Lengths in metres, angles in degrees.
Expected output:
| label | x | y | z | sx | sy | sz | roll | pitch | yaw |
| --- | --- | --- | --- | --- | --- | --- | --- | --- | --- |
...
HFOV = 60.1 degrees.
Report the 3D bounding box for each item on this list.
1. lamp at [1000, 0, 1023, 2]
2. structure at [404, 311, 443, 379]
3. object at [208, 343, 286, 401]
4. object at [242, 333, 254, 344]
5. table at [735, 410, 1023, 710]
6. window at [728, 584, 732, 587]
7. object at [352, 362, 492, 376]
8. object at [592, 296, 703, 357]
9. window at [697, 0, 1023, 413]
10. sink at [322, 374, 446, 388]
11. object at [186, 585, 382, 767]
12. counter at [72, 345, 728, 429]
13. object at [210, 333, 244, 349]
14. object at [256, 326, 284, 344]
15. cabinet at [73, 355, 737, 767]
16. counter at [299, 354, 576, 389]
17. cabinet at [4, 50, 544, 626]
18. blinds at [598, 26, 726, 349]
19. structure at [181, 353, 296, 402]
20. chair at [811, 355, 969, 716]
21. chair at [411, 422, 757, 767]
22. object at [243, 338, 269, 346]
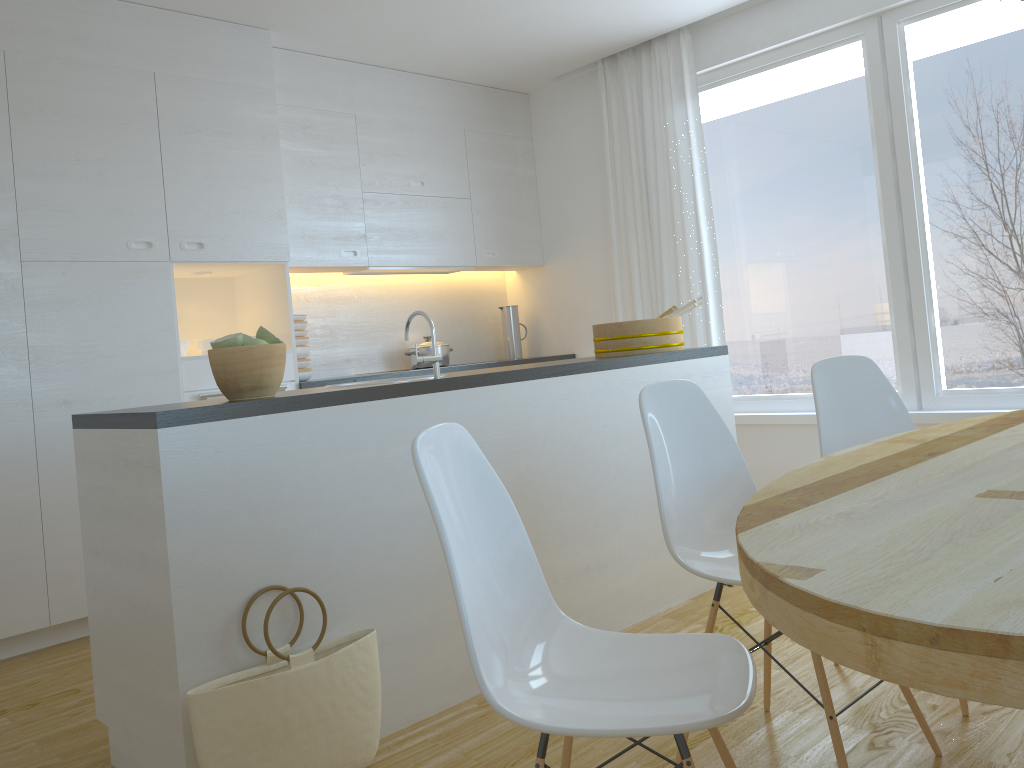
| label | x | y | z | sx | sy | sz | roll | pitch | yaw |
| --- | --- | --- | --- | --- | --- | --- | --- | --- | --- |
| lamp | 1.022 | -1.287 | 1.662 | 0.641 | 1.136 | 0.645 | -5 | -1 | -44 |
| structure | -0.304 | -0.119 | 2.742 | 0.097 | 0.215 | 0.161 | -5 | -1 | -43 |
| object | -0.713 | -0.031 | 2.403 | 0.204 | 0.142 | 0.205 | -5 | 1 | 8 |
| object | -0.743 | -0.093 | 2.446 | 0.102 | 0.099 | 0.086 | -6 | 0 | -23 |
| table | 1.219 | 0.481 | 1.571 | 1.190 | 0.726 | 2.196 | -4 | 2 | 45 |
| window | 1.043 | -0.567 | 0.929 | 1.885 | 2.055 | 2.541 | -6 | 1 | -44 |
| object | -0.518 | -0.088 | 5.253 | 0.656 | 0.013 | 0.560 | -7 | 3 | -44 |
| object | 0.554 | -0.238 | 3.750 | 0.430 | 0.214 | 0.378 | -6 | 1 | -15 |
| window | 1.889 | -0.834 | 4.275 | 0.088 | 1.920 | 2.719 | -4 | 0 | -44 |
| sink | -0.411 | 0.066 | 2.907 | 0.404 | 0.157 | 0.404 | -5 | 2 | -2 |
| object | -0.100 | 0.709 | 1.950 | 1.187 | 0.502 | 0.472 | -5 | 1 | 24 |
| counter | -0.165 | -0.018 | 3.101 | 2.408 | 0.040 | 0.599 | -7 | 3 | -44 |
| object | -0.759 | -0.102 | 2.358 | 0.084 | 0.065 | 0.085 | -6 | 1 | -31 |
| object | -0.671 | -0.129 | 2.450 | 0.074 | 0.072 | 0.077 | -6 | 1 | -19 |
| cabinet | -0.121 | 0.455 | 3.090 | 2.408 | 0.911 | 0.598 | -7 | 1 | -44 |
| counter | -0.517 | -0.070 | 5.248 | 2.006 | 0.040 | 0.598 | -7 | 3 | -44 |
| cabinet | -0.937 | -0.335 | 4.797 | 3.210 | 2.303 | 0.479 | -6 | 0 | -44 |
| blinds | 0.806 | -0.949 | 5.120 | 0.150 | 2.162 | 0.792 | -4 | -2 | -44 |
| structure | -1.246 | 0.169 | 4.140 | 0.562 | 0.597 | 0.049 | -6 | -1 | -44 |
| chair | 1.176 | 0.360 | 2.539 | 0.431 | 0.902 | 0.522 | -5 | -1 | -24 |
| chair | 0.156 | 0.499 | 1.450 | 0.522 | 0.902 | 0.430 | -5 | -1 | 16 |
| object | -0.685 | -0.081 | 2.387 | 0.081 | 0.085 | 0.098 | -5 | 1 | 11 |
